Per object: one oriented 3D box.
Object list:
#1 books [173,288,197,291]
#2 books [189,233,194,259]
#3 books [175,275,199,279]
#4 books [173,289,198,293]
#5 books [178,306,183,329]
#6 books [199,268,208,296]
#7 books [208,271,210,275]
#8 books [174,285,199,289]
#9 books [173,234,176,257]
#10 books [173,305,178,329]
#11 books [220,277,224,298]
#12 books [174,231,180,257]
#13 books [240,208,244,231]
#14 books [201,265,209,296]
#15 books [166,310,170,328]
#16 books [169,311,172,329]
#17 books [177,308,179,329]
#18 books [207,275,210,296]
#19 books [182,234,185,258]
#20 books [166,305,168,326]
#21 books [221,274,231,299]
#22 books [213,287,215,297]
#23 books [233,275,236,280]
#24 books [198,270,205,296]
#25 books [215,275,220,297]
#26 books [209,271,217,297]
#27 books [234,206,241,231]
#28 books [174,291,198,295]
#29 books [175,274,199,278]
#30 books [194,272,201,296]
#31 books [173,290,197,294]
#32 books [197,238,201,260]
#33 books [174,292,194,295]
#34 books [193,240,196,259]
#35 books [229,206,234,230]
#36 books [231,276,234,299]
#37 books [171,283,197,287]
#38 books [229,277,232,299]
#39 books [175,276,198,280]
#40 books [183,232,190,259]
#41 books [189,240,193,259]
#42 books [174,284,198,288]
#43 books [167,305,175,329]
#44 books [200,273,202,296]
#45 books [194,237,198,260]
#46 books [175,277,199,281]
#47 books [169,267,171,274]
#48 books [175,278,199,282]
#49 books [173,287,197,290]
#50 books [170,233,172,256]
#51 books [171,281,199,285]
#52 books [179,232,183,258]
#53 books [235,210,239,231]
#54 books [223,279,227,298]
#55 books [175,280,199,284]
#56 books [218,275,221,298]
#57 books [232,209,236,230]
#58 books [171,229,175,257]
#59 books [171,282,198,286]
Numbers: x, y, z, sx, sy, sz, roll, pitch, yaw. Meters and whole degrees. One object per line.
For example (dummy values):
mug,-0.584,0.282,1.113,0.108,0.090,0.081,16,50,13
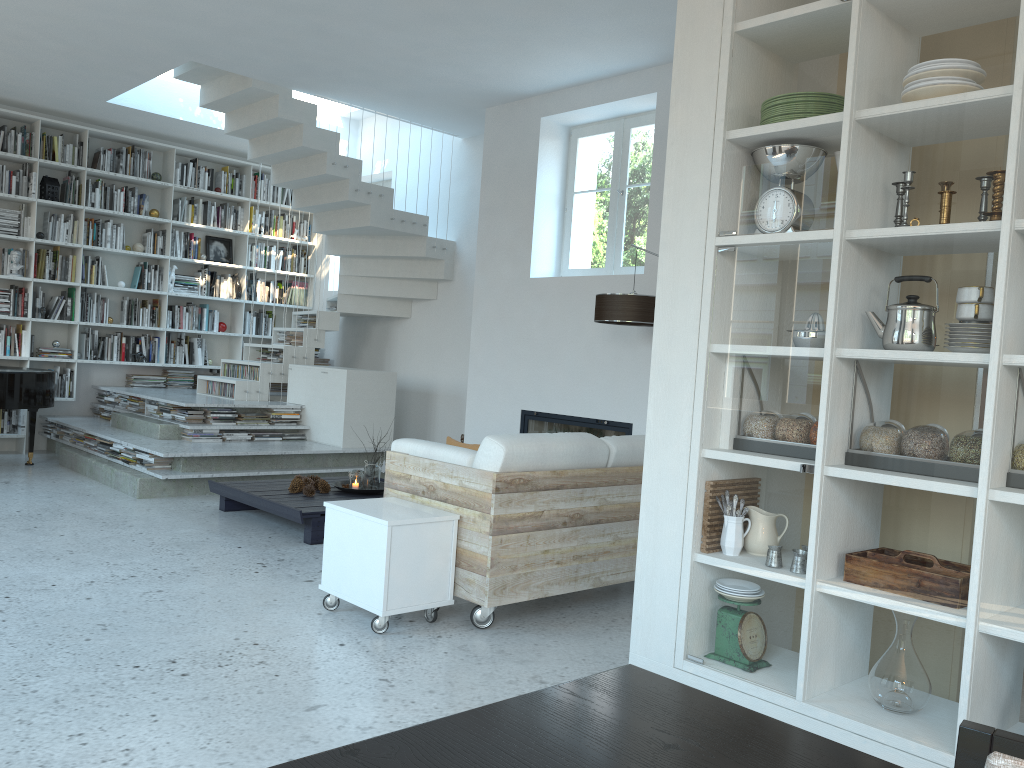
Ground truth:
books,-3.490,-0.999,9.386,0.254,0.012,0.160,3,2,-39
books,-3.421,-1.452,9.395,0.014,0.285,0.175,2,3,-43
books,-3.481,-1.132,9.386,0.285,0.012,0.159,2,2,-45
books,-3.489,-0.986,9.384,0.285,0.012,0.159,3,2,-38
books,-3.525,-0.701,9.362,0.045,0.246,0.185,2,3,-43
books,-3.317,-1.086,9.514,0.011,0.300,0.184,2,3,-43
books,-3.296,-1.076,9.567,0.013,0.280,0.131,2,3,-43
books,-3.490,-1.023,9.389,0.285,0.012,0.159,2,2,-45
books,-3.557,-1.440,9.275,0.011,0.248,0.155,2,3,-43
books,-3.569,-0.704,9.345,0.024,0.247,0.143,2,3,-43
books,-3.193,-1.049,9.679,0.028,0.235,0.129,2,3,-43
books,-3.532,-1.459,9.304,0.065,0.289,0.145,2,3,-43
books,-3.005,-1.791,9.750,0.031,0.265,0.169,2,3,-43
books,-3.308,-1.105,9.519,0.010,0.339,0.180,2,3,-43
books,-3.629,-0.676,9.285,0.023,0.186,0.159,2,3,-43
books,-3.611,-0.674,9.298,0.022,0.184,0.162,2,3,-43
books,-3.548,-0.690,9.349,0.011,0.223,0.162,2,3,-43
books,-3.302,-1.054,9.541,0.030,0.236,0.179,2,3,-43
books,-3.492,-1.448,9.364,0.043,0.269,0.131,2,3,-43
books,-3.647,-0.711,9.280,0.012,0.254,0.160,2,3,-43
books,-3.134,-1.064,9.690,0.021,0.271,0.191,2,3,-43
books,-3.254,-1.074,9.626,0.010,0.278,0.128,2,3,-43
books,-3.054,-1.068,9.809,0.029,0.284,0.138,2,3,-43
books,-3.344,-1.081,9.525,0.012,0.285,0.159,2,3,-43
books,-3.226,-1.054,9.625,0.031,0.242,0.147,2,3,-43
books,-3.261,-1.075,9.582,0.059,0.282,0.167,2,3,-43
books,-3.026,-1.801,9.732,0.026,0.284,0.147,2,3,-43
books,-3.492,-0.962,9.387,0.285,0.012,0.159,3,2,-39
books,-3.480,-1.144,9.386,0.285,0.012,0.159,3,2,-41
books,-3.370,-1.066,9.489,0.012,0.254,0.160,2,3,-43
books,-3.491,-0.975,9.387,0.160,0.012,0.254,5,2,43
books,-3.363,-1.429,9.442,0.026,0.244,0.177,2,3,-43
books,-3.491,-0.950,9.385,0.159,0.012,0.285,5,2,42
books,-3.409,-1.416,9.416,0.033,0.213,0.152,2,3,-43
books,-3.088,-1.798,9.656,0.036,0.272,0.177,2,3,-43
books,-3.100,-1.055,9.746,0.024,0.255,0.145,2,3,-43
books,-3.491,-1.048,9.391,0.254,0.012,0.160,3,2,-43
books,-3.114,-1.047,9.714,0.041,0.239,0.176,2,3,-43
books,-3.482,-1.120,9.387,0.254,0.012,0.160,3,2,-41
books,-3.455,-1.455,9.365,0.012,0.287,0.176,2,3,-43
books,-3.426,-1.413,9.379,0.013,0.207,0.189,2,3,-43
books,-3.485,-1.035,9.384,0.160,0.012,0.254,5,2,42
books,-3.588,-0.703,9.313,0.047,0.244,0.177,2,3,-43
books,-3.370,-1.063,9.514,0.023,0.247,0.137,2,3,-43
books,-3.387,-1.435,9.433,0.021,0.253,0.166,2,3,-43
books,-3.483,-1.108,9.387,0.285,0.012,0.159,3,2,-41
books,-3.611,-1.084,9.279,0.028,0.267,0.137,2,3,-43
books,-3.479,-1.095,9.382,0.159,0.012,0.285,5,2,42
books,-3.492,-1.011,9.388,0.254,0.012,0.160,3,2,-41
books,-3.598,-1.445,9.267,0.030,0.253,0.128,2,3,-43
books,-3.483,-1.072,9.387,0.159,0.012,0.285,5,2,44
books,-3.505,-1.456,9.338,0.012,0.285,0.159,2,3,-43
books,-3.048,-1.777,9.719,0.022,0.234,0.158,2,3,-43
books,-3.169,-1.037,9.693,0.025,0.213,0.155,2,3,-43
books,-3.484,-1.084,9.388,0.285,0.012,0.159,3,2,-41
books,-3.215,-1.058,9.660,0.031,0.250,0.133,2,3,-43
books,-3.070,-1.781,9.685,0.030,0.241,0.162,2,3,-43
books,-3.571,-1.467,9.271,0.015,0.301,0.140,2,3,-43
books,-3.482,-1.059,9.384,0.254,0.012,0.160,3,2,-38
